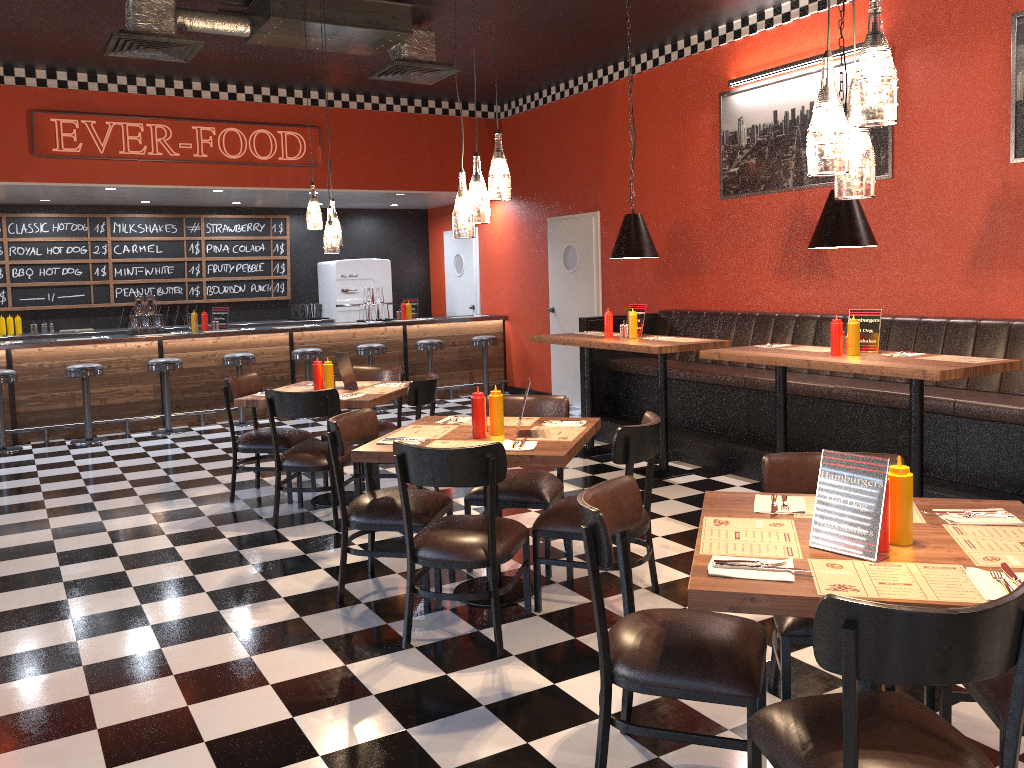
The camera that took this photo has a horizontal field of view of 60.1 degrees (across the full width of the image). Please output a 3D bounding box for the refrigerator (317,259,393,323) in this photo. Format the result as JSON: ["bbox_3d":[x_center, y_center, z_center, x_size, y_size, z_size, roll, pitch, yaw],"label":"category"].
[{"bbox_3d":[-2.170,-0.842,12.431,0.804,1.797,0.851,-5,6,-30],"label":"refrigerator"}]

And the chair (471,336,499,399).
[{"bbox_3d":[-0.331,-0.213,11.059,0.348,0.772,0.350,0,5,15],"label":"chair"}]

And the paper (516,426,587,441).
[{"bbox_3d":[0.193,0.232,4.191,0.261,0.001,0.367,0,7,16],"label":"paper"}]

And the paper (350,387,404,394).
[{"bbox_3d":[-0.906,0.042,6.008,0.261,0.001,0.367,0,7,15],"label":"paper"}]

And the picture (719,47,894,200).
[{"bbox_3d":[2.313,-2.045,7.182,0.023,0.936,1.774,-4,7,-30],"label":"picture"}]

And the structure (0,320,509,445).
[{"bbox_3d":[-3.093,-0.011,9.775,7.052,1.036,0.216,-6,6,-30],"label":"structure"}]

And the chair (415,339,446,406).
[{"bbox_3d":[-0.980,-0.146,10.684,0.349,0.772,0.349,-4,5,-25],"label":"chair"}]

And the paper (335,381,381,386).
[{"bbox_3d":[-1.158,-0.001,6.414,0.365,0.001,0.262,0,7,17],"label":"paper"}]

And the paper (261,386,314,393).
[{"bbox_3d":[-1.555,0.041,6.176,0.261,0.001,0.367,0,7,15],"label":"paper"}]

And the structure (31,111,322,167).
[{"bbox_3d":[-3.419,-2.554,9.328,2.879,0.437,0.122,-6,6,-30],"label":"structure"}]

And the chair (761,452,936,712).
[{"bbox_3d":[1.104,0.697,2.969,0.486,0.864,0.547,-1,5,10],"label":"chair"}]

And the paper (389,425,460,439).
[{"bbox_3d":[-0.432,0.234,4.336,0.261,0.001,0.367,0,7,13],"label":"paper"}]

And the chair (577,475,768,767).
[{"bbox_3d":[0.477,0.755,2.656,0.544,0.864,0.488,0,5,19],"label":"chair"}]

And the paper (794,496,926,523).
[{"bbox_3d":[1.059,0.385,2.737,0.365,0.001,0.262,0,7,16],"label":"paper"}]

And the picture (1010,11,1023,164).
[{"bbox_3d":[3.643,-1.804,4.903,0.023,0.936,1.774,-4,7,-30],"label":"picture"}]

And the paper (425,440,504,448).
[{"bbox_3d":[-0.206,0.277,3.929,0.365,0.001,0.262,0,7,13],"label":"paper"}]

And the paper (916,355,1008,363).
[{"bbox_3d":[2.415,-0.135,4.768,0.261,0.001,0.366,-5,8,-27],"label":"paper"}]

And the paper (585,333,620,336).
[{"bbox_3d":[0.810,-0.418,7.459,0.261,0.001,0.366,-5,8,-27],"label":"paper"}]

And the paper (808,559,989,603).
[{"bbox_3d":[0.909,0.467,2.115,0.365,0.001,0.262,0,7,13],"label":"paper"}]

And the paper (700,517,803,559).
[{"bbox_3d":[0.667,0.428,2.491,0.261,0.001,0.367,0,7,14],"label":"paper"}]

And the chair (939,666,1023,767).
[{"bbox_3d":[1.502,0.758,2.377,0.544,0.864,0.488,-1,5,7],"label":"chair"}]

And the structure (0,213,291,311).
[{"bbox_3d":[-5.036,-1.543,11.099,4.550,1.142,0.200,-6,6,-30],"label":"structure"}]

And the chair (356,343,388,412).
[{"bbox_3d":[-1.630,-0.080,10.308,0.349,0.772,0.349,-5,6,-30],"label":"chair"}]

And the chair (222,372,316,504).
[{"bbox_3d":[-1.754,0.369,6.334,0.544,0.864,0.488,-1,5,10],"label":"chair"}]

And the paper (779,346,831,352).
[{"bbox_3d":[1.908,-0.221,5.590,0.261,0.001,0.366,-5,8,-27],"label":"paper"}]

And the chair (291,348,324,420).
[{"bbox_3d":[-2.279,-0.013,9.932,0.348,0.772,0.350,0,5,15],"label":"chair"}]

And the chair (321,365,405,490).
[{"bbox_3d":[-1.080,0.315,6.607,0.486,0.864,0.546,1,6,27],"label":"chair"}]

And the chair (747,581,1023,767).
[{"bbox_3d":[0.850,0.824,2.006,0.486,0.864,0.546,-2,5,-7],"label":"chair"}]

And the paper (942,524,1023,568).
[{"bbox_3d":[1.318,0.427,2.336,0.261,0.001,0.367,0,7,14],"label":"paper"}]

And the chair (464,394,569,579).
[{"bbox_3d":[0.045,0.512,4.729,0.486,0.864,0.547,0,5,18],"label":"chair"}]

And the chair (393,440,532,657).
[{"bbox_3d":[-0.208,0.639,3.766,0.486,0.864,0.547,0,5,15],"label":"chair"}]

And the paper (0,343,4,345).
[{"bbox_3d":[-5.173,-0.387,8.708,0.366,0.001,0.262,-6,8,-29],"label":"paper"}]

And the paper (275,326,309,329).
[{"bbox_3d":[-2.553,-0.655,10.222,0.366,0.001,0.261,-6,8,-34],"label":"paper"}]

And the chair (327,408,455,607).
[{"bbox_3d":[-0.607,0.578,4.359,0.544,0.864,0.488,-1,5,12],"label":"chair"}]

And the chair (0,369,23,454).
[{"bbox_3d":[-4.876,0.254,8.429,0.348,0.772,0.350,0,5,20],"label":"chair"}]

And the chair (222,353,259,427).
[{"bbox_3d":[-2.928,0.054,9.556,0.348,0.772,0.350,0,5,15],"label":"chair"}]

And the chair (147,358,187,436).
[{"bbox_3d":[-3.577,0.120,9.181,0.348,0.772,0.350,-1,5,10],"label":"chair"}]

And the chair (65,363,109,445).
[{"bbox_3d":[-4.227,0.187,8.805,0.348,0.772,0.350,0,5,20],"label":"chair"}]

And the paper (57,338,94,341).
[{"bbox_3d":[-4.487,-0.460,9.131,0.366,0.001,0.262,-6,8,-29],"label":"paper"}]

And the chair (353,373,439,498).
[{"bbox_3d":[-0.752,0.381,5.984,0.544,0.864,0.488,-1,5,10],"label":"chair"}]

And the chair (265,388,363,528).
[{"bbox_3d":[-1.268,0.436,5.669,0.486,0.864,0.547,-1,5,9],"label":"chair"}]

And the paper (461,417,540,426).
[{"bbox_3d":[-0.058,0.192,4.580,0.365,0.001,0.262,0,7,13],"label":"paper"}]

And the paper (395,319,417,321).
[{"bbox_3d":[-1.288,-0.789,10.987,0.366,0.001,0.262,-6,8,-29],"label":"paper"}]

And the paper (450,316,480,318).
[{"bbox_3d":[-0.595,-0.860,11.388,0.365,0.001,0.262,-4,7,-19],"label":"paper"}]

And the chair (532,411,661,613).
[{"bbox_3d":[0.418,0.581,4.080,0.544,0.864,0.488,1,6,24],"label":"chair"}]

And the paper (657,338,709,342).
[{"bbox_3d":[1.286,-0.330,6.627,0.261,0.001,0.366,-5,8,-27],"label":"paper"}]
